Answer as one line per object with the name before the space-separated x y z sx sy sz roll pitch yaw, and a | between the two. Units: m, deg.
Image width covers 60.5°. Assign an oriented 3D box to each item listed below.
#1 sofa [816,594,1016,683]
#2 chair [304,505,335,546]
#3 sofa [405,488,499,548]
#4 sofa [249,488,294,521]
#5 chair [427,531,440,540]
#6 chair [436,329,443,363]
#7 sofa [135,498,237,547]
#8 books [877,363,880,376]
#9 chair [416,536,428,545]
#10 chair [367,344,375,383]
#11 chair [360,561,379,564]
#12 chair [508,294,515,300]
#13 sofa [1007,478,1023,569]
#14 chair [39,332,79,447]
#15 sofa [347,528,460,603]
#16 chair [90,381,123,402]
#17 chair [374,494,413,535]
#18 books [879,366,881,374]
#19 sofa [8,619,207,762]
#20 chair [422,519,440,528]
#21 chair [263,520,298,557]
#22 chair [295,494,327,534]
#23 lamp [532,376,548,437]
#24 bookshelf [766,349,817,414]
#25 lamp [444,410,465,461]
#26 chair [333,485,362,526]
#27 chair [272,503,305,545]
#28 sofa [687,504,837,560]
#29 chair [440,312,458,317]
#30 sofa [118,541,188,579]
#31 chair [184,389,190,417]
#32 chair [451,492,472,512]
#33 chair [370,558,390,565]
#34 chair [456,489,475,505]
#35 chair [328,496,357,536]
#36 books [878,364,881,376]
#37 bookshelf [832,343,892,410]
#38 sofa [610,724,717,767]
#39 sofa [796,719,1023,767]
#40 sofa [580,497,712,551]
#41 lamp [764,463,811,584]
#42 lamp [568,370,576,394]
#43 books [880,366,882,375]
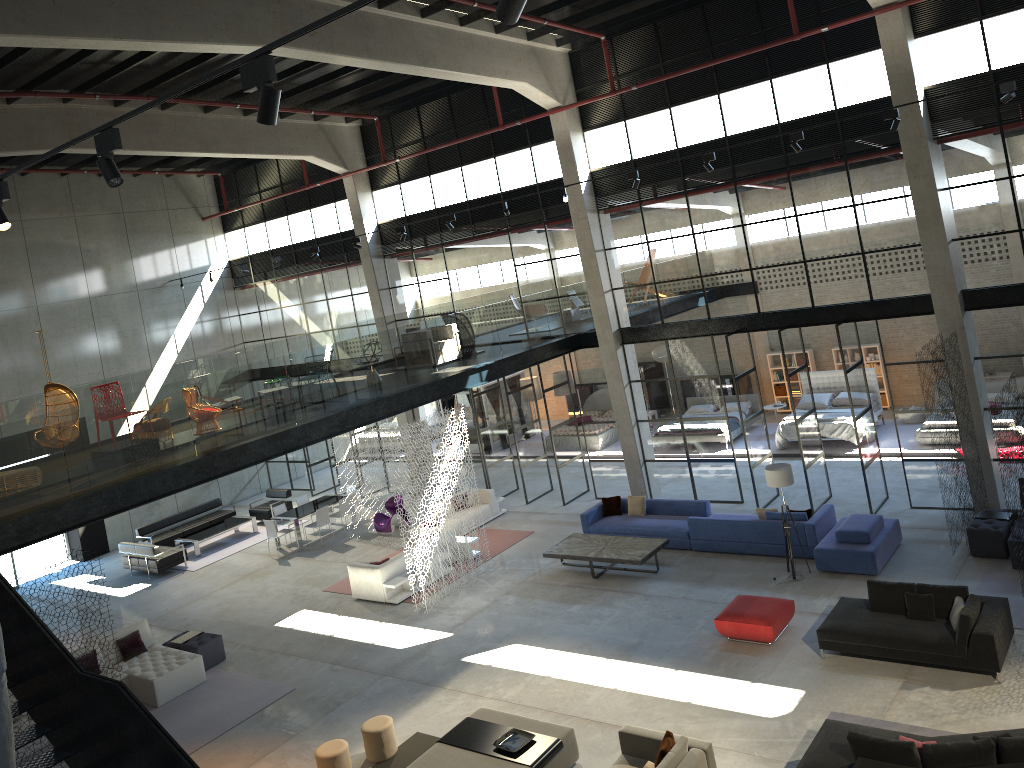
sofa | 5.039 3.077 11.044 2.085 0.560 1.100 -5 9 39
chair | -4.563 3.333 20.682 0.539 0.870 0.426 -9 2 39
sofa | -1.337 2.988 19.608 0.932 0.667 2.185 -6 8 39
sofa | -6.514 3.319 23.710 0.941 0.758 0.835 -7 6 39
chair | -1.613 3.136 17.522 0.265 0.322 0.403 -8 5 41
chair | -1.658 -0.733 18.209 0.796 0.831 0.999 -8 5 39
sofa | -8.525 3.775 23.137 0.812 0.756 2.497 -7 8 39
books | 9.819 -0.395 23.438 0.026 0.288 0.257 -11 3 39
chair | -1.824 3.206 17.307 0.267 0.317 0.399 -9 5 26
chair | -2.894 -0.424 17.768 0.563 0.800 0.610 -10 3 6
chair | -2.646 3.463 16.695 0.388 0.271 0.322 -9 5 14
chair | 0.530 -1.973 23.341 0.986 1.027 0.787 -12 3 -23
sofa | 9.279 1.980 12.131 4.109 0.868 1.858 -4 9 38
chair | -6.936 0.082 13.178 0.634 1.776 0.602 -10 1 13
sofa | -2.077 3.485 17.090 0.938 0.668 2.176 -6 8 39
chair | -6.193 0.472 13.843 0.653 0.980 0.656 -9 3 39
chair | -2.828 3.073 20.672 0.649 0.747 0.810 -8 5 39
books | 9.860 -0.384 23.415 0.018 0.257 0.257 -11 3 39
sofa | -6.841 4.856 12.972 1.806 0.867 4.226 -5 9 38
chair | -1.761 3.014 19.091 0.416 0.108 0.409 -11 7 -5
chair | -5.414 3.517 20.504 0.415 0.870 0.554 -9 2 39
chair | -5.026 3.240 21.938 0.539 0.870 0.426 -9 2 39
lamp | 0.746 0.746 27.505 0.805 1.923 0.680 -11 1 -10
bookshelf | 8.022 -0.057 24.903 1.226 1.756 0.334 -9 1 39
lamp | -1.321 1.039 18.640 0.446 1.100 0.434 -11 1 -43
chair | -4.176 3.056 22.116 0.415 0.870 0.554 -9 2 39
chair | -5.450 3.397 21.387 0.539 0.870 0.426 -9 2 39
sofa | 4.395 2.484 15.488 2.312 0.721 1.072 -5 8 38
chair | -1.209 -1.153 20.010 0.684 0.986 0.835 -10 3 9
sofa | -8.584 4.089 21.014 1.635 0.757 0.835 -5 7 38
chair | -5.153 0.416 14.640 0.568 0.795 0.594 -10 3 4
chair | -1.158 2.694 20.018 0.414 0.335 0.255 -12 3 -18
chair | -2.451 3.444 16.511 0.403 0.335 0.283 -11 3 -6
chair | -1.053 2.649 20.192 0.383 0.337 0.253 -12 3 -18
chair | -4.140 3.176 21.234 0.539 0.870 0.426 -9 2 39
books | 9.834 -0.387 23.417 0.022 0.274 0.257 -11 3 39
bookshelf | 9.485 -0.167 23.751 1.226 1.756 0.334 -9 1 39
sofa | 0.967 4.148 8.298 1.043 0.720 2.378 -6 8 39
sofa | 4.706 3.551 8.153 4.039 0.562 1.492 -8 7 17
sofa | 2.595 2.671 16.942 2.312 0.603 1.072 -5 8 38
lamp | 4.329 2.204 13.895 0.424 1.742 0.678 -10 1 36
lamp | 1.771 0.560 27.474 0.805 1.922 0.680 -11 1 -10
books | 9.873 -0.399 23.399 0.020 0.288 0.257 -11 3 39
